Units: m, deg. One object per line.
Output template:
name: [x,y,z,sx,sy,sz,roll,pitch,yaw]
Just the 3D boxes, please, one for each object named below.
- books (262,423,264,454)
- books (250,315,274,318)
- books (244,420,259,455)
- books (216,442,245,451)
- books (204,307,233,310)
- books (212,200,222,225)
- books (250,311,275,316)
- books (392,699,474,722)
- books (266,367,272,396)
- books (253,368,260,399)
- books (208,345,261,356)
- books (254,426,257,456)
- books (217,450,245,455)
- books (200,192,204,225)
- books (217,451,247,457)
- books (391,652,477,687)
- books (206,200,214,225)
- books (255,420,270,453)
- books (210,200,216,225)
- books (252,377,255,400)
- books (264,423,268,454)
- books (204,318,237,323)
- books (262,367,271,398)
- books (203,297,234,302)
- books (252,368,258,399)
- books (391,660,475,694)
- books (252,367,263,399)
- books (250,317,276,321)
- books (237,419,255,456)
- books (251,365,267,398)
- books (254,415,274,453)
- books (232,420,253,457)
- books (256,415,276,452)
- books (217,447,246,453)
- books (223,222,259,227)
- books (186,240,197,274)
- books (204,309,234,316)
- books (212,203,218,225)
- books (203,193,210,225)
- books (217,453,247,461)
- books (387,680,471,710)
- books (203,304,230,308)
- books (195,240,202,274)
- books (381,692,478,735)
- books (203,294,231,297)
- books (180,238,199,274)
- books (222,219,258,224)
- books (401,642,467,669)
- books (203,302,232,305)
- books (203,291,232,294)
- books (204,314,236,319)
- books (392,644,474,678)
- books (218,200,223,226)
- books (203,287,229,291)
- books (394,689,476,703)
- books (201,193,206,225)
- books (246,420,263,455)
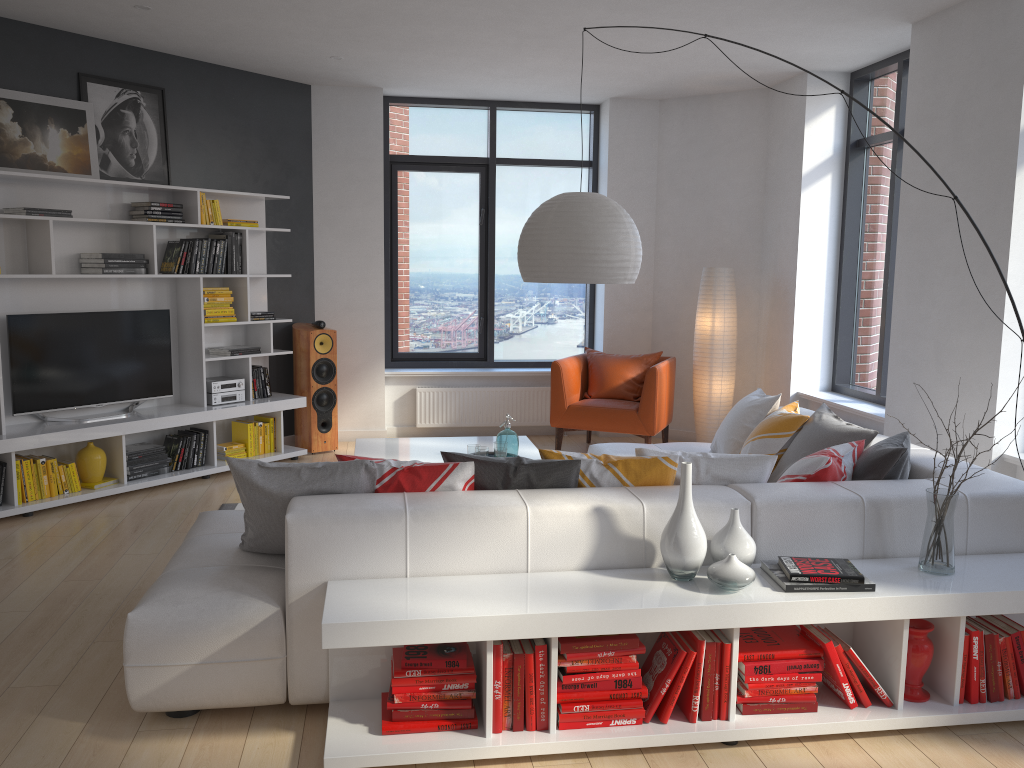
books: [-1.980,0.413,6.866,0.169,0.239,0.023,6,9,36]
books: [-1.962,-0.526,6.846,0.142,0.015,0.198,6,9,34]
books: [-2.014,0.412,6.820,0.180,0.251,0.019,6,9,36]
books: [-2.132,0.468,6.674,0.138,0.026,0.186,6,9,36]
books: [-2.234,-0.566,6.581,0.189,0.014,0.251,7,10,39]
books: [-2.169,-1.240,6.425,0.141,0.184,0.064,6,9,37]
books: [-1.973,-0.547,6.855,0.161,0.023,0.213,7,10,39]
books: [-0.258,1.033,2.903,0.259,0.034,0.206,0,8,-6]
books: [-1.977,-0.021,6.971,0.179,0.233,0.077,6,9,36]
books: [-2.022,-0.008,6.863,0.170,0.236,0.049,6,9,36]
books: [-2.113,-0.255,6.753,0.250,0.047,0.310,5,9,31]
books: [-2.011,0.429,6.794,0.156,0.229,0.024,6,9,36]
books: [-2.111,0.506,6.661,0.113,0.018,0.169,7,10,37]
books: [-2.255,-1.247,6.304,0.161,0.229,0.041,6,9,35]
books: [-2.124,0.517,6.678,0.148,0.011,0.196,6,9,36]
books: [-0.257,0.927,2.887,0.269,0.028,0.179,0,8,-7]
books: [-2.210,-1.232,6.378,0.132,0.180,0.054,6,9,36]
books: [-1.950,0.410,6.907,0.172,0.234,0.024,6,9,36]
books: [-2.192,-1.233,6.390,0.128,0.178,0.044,6,9,36]
books: [-2.064,-0.019,6.823,0.202,0.268,0.053,6,9,36]
books: [-1.963,0.413,6.884,0.172,0.234,0.024,6,9,36]
books: [-2.210,-0.477,6.580,0.194,0.028,0.257,7,10,41]
books: [-1.971,-0.018,6.925,0.177,0.242,0.066,6,9,36]
books: [-2.222,-0.629,6.580,0.176,0.033,0.239,7,10,39]
books: [-2.042,-0.007,6.848,0.189,0.240,0.053,6,9,36]
books: [-0.263,0.952,2.906,0.261,0.028,0.191,0,8,-9]
books: [-2.003,-0.013,6.876,0.169,0.242,0.050,6,9,35]
books: [-1.960,-0.507,6.848,0.161,0.023,0.213,7,10,39]
books: [-2.039,0.412,6.790,0.199,0.263,0.015,6,9,36]
books: [-1.995,-0.022,6.905,0.193,0.255,0.066,6,9,35]
books: [-1.938,0.389,6.931,0.204,0.270,0.029,6,9,36]
books: [-2.055,0.417,6.764,0.198,0.255,0.044,6,9,36]
books: [-1.929,0.386,6.958,0.213,0.270,0.025,6,9,36]
books: [-2.119,0.489,6.672,0.134,0.014,0.187,6,9,36]
books: [-2.065,-1.189,6.646,0.194,0.028,0.257,7,10,41]
books: [-2.314,-0.901,6.311,0.172,0.242,0.069,6,9,37]
books: [-2.222,-0.537,6.579,0.189,0.042,0.243,6,9,36]
books: [-2.172,-1.224,6.399,0.108,0.161,0.046,6,9,35]
books: [-2.245,-1.253,6.363,0.164,0.224,0.054,6,9,35]
books: [-2.121,0.540,6.678,0.147,0.033,0.190,6,9,36]
books: [-0.266,1.005,2.889,0.266,0.026,0.187,0,8,-3]
books: [-2.223,-0.580,6.560,0.145,0.023,0.217,7,10,40]
books: [-2.300,-0.908,6.362,0.179,0.243,0.068,6,9,35]
books: [-0.274,1.067,2.897,0.301,0.032,0.227,0,8,-9]
books: [-2.227,-0.657,6.573,0.227,0.022,0.160,-5,10,-38]
books: [-2.321,-0.912,6.343,0.192,0.254,0.075,6,9,35]
books: [-2.074,-1.215,6.645,0.203,0.024,0.257,7,10,39]
books: [-0.250,0.876,2.875,0.206,0.029,0.152,0,8,-3]
books: [-2.230,-0.603,6.577,0.171,0.019,0.239,6,9,36]
books: [-2.219,-0.680,6.574,0.163,0.023,0.223,7,10,40]
books: [-2.219,-0.503,6.579,0.203,0.024,0.257,7,10,39]
books: [-0.259,0.901,2.887,0.254,0.025,0.178,-1,8,-9]
books: [-2.162,-1.243,6.448,0.142,0.184,0.044,6,9,37]
books: [-2.242,-0.704,6.577,0.163,0.023,0.223,7,10,40]
books: [-0.256,0.979,2.894,0.257,0.025,0.182,0,8,-9]
books: [-2.256,-1.250,6.334,0.163,0.224,0.041,6,9,34]
books: [-1.996,0.410,6.841,0.185,0.250,0.035,6,9,36]
